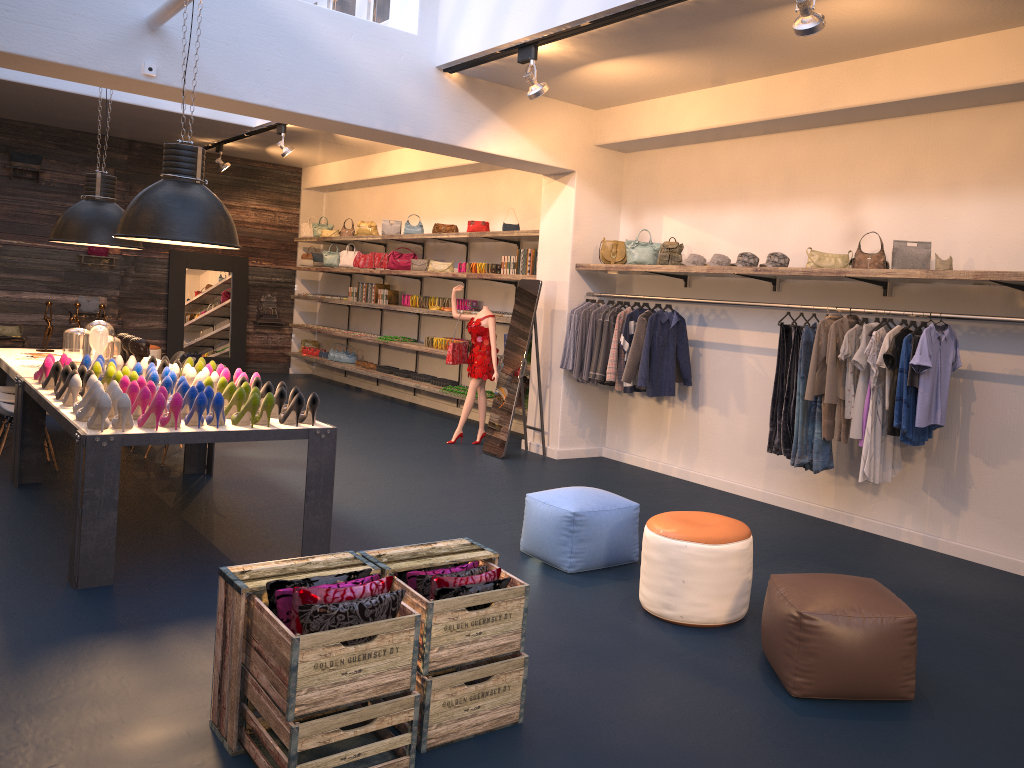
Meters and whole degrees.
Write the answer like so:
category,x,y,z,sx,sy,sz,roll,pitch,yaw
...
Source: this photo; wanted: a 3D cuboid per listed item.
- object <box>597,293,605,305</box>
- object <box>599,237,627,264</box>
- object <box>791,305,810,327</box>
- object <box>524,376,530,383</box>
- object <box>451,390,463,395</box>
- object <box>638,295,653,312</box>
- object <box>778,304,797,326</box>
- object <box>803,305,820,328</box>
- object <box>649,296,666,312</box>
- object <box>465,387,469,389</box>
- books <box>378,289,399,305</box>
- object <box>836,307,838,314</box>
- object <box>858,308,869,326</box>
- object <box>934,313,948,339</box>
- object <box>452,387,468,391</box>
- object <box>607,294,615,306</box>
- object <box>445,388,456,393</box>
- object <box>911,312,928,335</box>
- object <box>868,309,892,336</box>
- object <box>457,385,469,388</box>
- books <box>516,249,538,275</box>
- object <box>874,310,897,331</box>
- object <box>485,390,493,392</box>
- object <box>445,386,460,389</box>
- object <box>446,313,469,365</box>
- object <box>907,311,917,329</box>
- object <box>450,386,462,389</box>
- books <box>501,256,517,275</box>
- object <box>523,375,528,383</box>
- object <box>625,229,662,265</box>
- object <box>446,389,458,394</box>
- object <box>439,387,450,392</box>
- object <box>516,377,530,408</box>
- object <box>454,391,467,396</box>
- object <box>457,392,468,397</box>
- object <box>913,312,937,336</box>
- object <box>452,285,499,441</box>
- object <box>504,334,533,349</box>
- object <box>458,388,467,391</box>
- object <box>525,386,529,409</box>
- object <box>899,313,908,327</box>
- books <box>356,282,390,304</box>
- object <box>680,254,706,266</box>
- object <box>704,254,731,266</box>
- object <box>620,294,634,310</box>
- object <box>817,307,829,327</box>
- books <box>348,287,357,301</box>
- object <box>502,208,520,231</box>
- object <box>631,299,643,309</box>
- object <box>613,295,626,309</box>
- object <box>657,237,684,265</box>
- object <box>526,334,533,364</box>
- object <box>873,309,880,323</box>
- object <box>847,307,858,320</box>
category,x,y,z,sx,sy,sz,roll,pitch,yaw
object,0.873,-0.789,8.560,0.466,0.219,0.009,1,3,-38
object,1.026,-1.301,8.585,0.329,0.283,0.198,4,2,-10
object,2.233,-0.524,6.694,0.252,0.176,0.013,1,3,-38
object,0.082,0.067,9.769,0.404,0.338,0.201,2,3,-31
object,-0.645,0.099,10.473,0.254,0.058,0.077,0,6,-42
object,1.241,-0.715,8.079,0.466,0.219,0.009,1,3,-38
object,2.163,-0.539,6.791,0.252,0.176,0.013,1,3,-38
object,2.298,-0.511,6.605,0.252,0.176,0.013,1,3,-38
object,1.333,-0.692,7.935,0.466,0.219,0.009,1,3,-38
object,-0.503,0.059,10.737,0.077,0.074,0.254,7,6,39
books,-1.784,-1.250,12.513,0.197,0.212,0.304,2,5,-37
object,2.411,-0.485,6.448,0.438,0.178,0.016,1,3,-37
object,2.544,-0.437,6.264,0.466,0.219,0.009,1,3,-38
object,2.871,-0.389,5.813,0.439,0.178,0.016,1,3,-37
object,-0.624,0.066,10.542,0.254,0.064,0.079,1,5,-31
object,0.960,-0.771,8.440,0.466,0.219,0.009,1,3,-38
object,-0.743,0.079,10.608,0.254,0.058,0.077,0,6,-42
object,2.800,-0.384,5.911,0.466,0.219,0.009,1,3,-37
object,2.636,-0.429,6.142,0.391,0.197,0.013,1,3,-38
object,-0.591,0.044,10.810,0.240,0.053,0.083,4,4,-8
books,0.318,-1.322,9.497,0.259,0.287,0.590,2,5,-38
object,2.661,-0.435,6.107,0.391,0.176,0.013,1,3,-38
object,-0.351,0.094,10.480,0.240,0.053,0.083,4,4,-8
object,-0.722,0.046,10.677,0.255,0.063,0.077,1,5,-34
object,-0.561,-0.484,9.247,0.084,0.552,0.341,5,2,31
object,2.755,-0.393,5.972,0.466,0.219,0.009,1,3,-37
object,-0.647,0.058,10.624,0.254,0.068,0.077,1,5,-32
books,0.032,-1.336,9.830,0.195,0.210,0.293,2,4,-36
object,0.003,0.022,9.907,0.401,0.390,0.167,3,2,-25
object,1.263,-1.310,8.357,0.371,0.366,0.174,4,2,-3
object,-0.705,0.089,10.531,0.254,0.058,0.077,0,6,-42
object,-0.800,0.068,10.673,0.254,0.058,0.077,0,6,-42
object,0.161,0.081,9.602,0.371,0.355,0.150,2,3,-38
object,-0.607,0.110,10.396,0.254,0.058,0.077,0,6,-42
object,-0.560,0.119,10.343,0.254,0.058,0.077,0,6,-42
object,2.828,-0.396,5.868,0.439,0.178,0.016,1,3,-37
object,-0.349,-0.196,9.131,0.697,1.662,0.369,5,1,30
object,0.082,-0.450,9.815,0.401,0.390,0.167,3,2,-25
object,-0.549,0.078,10.488,0.254,0.067,0.078,1,5,-32
object,0.273,0.108,9.506,0.404,0.338,0.201,2,3,-31
object,2.718,-0.412,6.022,0.420,0.197,0.008,1,3,-38
books,-2.057,-1.346,12.872,0.259,0.287,0.590,2,5,-38
object,1.614,-1.101,7.734,0.241,0.125,0.184,4,4,-2
object,1.777,-1.067,7.511,0.241,0.125,0.184,4,4,-2
object,1.089,-0.743,8.262,0.466,0.219,0.009,1,3,-38
object,2.369,-0.496,6.509,0.252,0.176,0.013,1,3,-38
books,-2.343,-1.361,13.205,0.195,0.210,0.293,2,4,-36
object,-0.004,-1.856,9.845,0.206,0.279,0.057,4,1,-9
object,1.174,-0.729,8.169,0.466,0.219,0.009,1,3,-38
object,1.036,-0.754,8.335,0.466,0.219,0.009,1,3,-38
object,1.452,-1.221,8.052,0.259,0.283,0.352,3,4,-19
object,0.241,-0.391,9.510,0.371,0.355,0.150,2,3,-38
object,2.598,-0.436,6.183,0.326,0.197,0.011,1,3,-38
object,2.475,-0.471,6.351,0.438,0.178,0.016,1,3,-37
